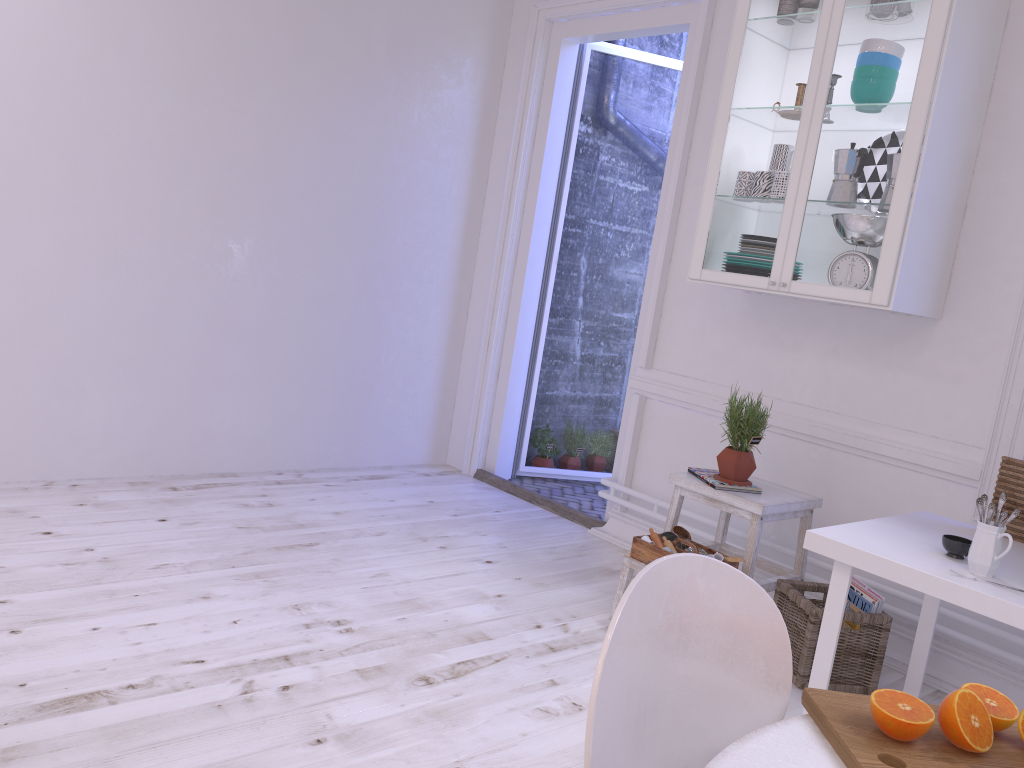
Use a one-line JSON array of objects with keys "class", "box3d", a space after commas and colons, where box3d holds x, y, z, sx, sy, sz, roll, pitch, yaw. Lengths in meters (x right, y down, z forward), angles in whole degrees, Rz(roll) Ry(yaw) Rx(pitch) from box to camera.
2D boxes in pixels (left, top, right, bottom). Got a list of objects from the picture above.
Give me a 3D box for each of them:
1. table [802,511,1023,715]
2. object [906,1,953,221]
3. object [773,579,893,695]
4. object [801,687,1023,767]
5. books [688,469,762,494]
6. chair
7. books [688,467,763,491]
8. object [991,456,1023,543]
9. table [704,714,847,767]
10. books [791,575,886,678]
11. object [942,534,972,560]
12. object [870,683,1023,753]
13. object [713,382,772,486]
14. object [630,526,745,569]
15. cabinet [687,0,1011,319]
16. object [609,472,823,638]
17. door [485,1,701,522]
[{"class": "table", "box3d": [1.505, 0.853, 2.100, 0.736, 0.619, 1.514, 2, 10, -42]}, {"class": "object", "box3d": [1.193, -0.956, 3.195, 0.376, 0.651, 0.811, 2, 10, -42]}, {"class": "object", "box3d": [1.052, 0.844, 2.980, 0.276, 0.270, 0.276, 8, 8, -9]}, {"class": "object", "box3d": [0.597, 0.494, 1.194, 0.347, 0.024, 0.224, 9, 8, -3]}, {"class": "books", "box3d": [0.770, 0.353, 3.224, 0.180, 0.011, 0.246, 7, 8, -13]}, {"class": "chair", "box3d": [0.311, 0.690, 1.075, 0.604, 0.845, 0.483, 2, 10, -42]}, {"class": "books", "box3d": [0.771, 0.344, 3.223, 0.180, 0.007, 0.246, 7, 8, -13]}, {"class": "object", "box3d": [1.557, 0.362, 2.576, 0.028, 0.237, 0.294, 2, 10, -42]}, {"class": "table", "box3d": [0.659, 0.886, 0.827, 1.140, 0.629, 1.140, 7, 8, -14]}, {"class": "books", "box3d": [1.070, 0.813, 2.977, 0.205, 0.306, 0.221, 8, 8, -9]}, {"class": "object", "box3d": [1.166, 0.430, 2.322, 0.079, 0.048, 0.082, 10, 8, 7]}, {"class": "object", "box3d": [0.617, 0.445, 1.210, 0.285, 0.075, 0.129, 8, 8, -6]}, {"class": "object", "box3d": [0.827, 0.171, 3.154, 0.186, 0.367, 0.196, 9, 8, 2]}, {"class": "object", "box3d": [0.604, 0.589, 3.043, 0.211, 0.110, 0.358, 3, 10, -40]}, {"class": "cabinet", "box3d": [1.178, -0.956, 3.180, 0.425, 1.311, 0.823, 2, 10, -42]}, {"class": "object", "box3d": [0.741, 0.631, 3.198, 0.599, 0.534, 0.418, 2, 10, -42]}, {"class": "door", "box3d": [0.736, -0.576, 4.801, 1.021, 2.474, 1.009, 2, 10, -42]}]
